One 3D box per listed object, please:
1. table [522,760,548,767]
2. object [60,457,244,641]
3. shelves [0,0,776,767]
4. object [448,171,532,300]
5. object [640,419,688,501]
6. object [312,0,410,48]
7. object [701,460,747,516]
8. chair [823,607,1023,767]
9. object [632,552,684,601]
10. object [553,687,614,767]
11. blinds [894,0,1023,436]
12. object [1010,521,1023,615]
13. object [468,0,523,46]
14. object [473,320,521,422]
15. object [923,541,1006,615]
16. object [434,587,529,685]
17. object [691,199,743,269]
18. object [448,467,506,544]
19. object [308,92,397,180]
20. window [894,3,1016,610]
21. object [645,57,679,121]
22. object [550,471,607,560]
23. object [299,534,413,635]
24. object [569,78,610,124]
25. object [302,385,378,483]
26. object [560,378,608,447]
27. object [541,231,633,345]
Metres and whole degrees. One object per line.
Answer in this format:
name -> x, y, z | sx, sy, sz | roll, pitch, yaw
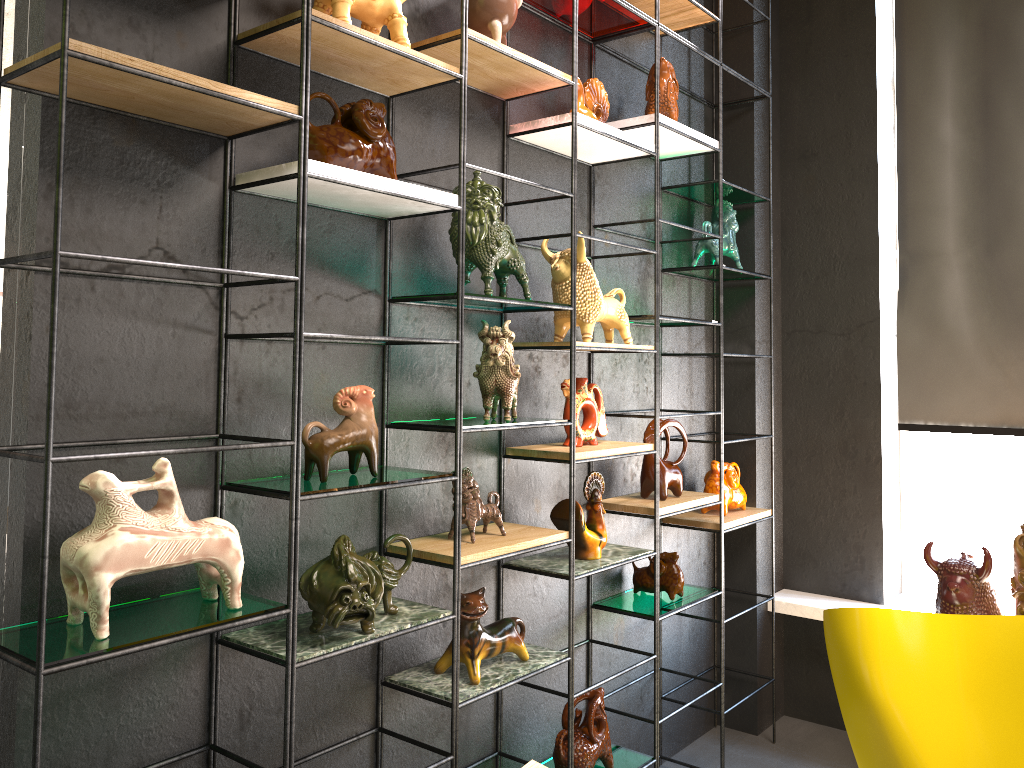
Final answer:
table -> -0.006, 1.204, 1.648 | 0.496, 0.621, 0.732 | -1, -2, 39
object -> -0.676, 0.294, 1.701 | 0.164, 0.305, 0.341 | -2, -2, 43
shelves -> 0.081, -0.461, 2.706 | 0.274, 3.921, 2.987 | -2, -3, 38
object -> -0.069, -0.411, 2.484 | 0.167, 0.357, 0.255 | -2, -3, 43
object -> 0.547, 0.272, 3.241 | 0.114, 0.291, 0.248 | -2, -3, 38
object -> -0.374, -0.981, 2.146 | 0.170, 0.364, 0.375 | -1, -2, 34
object -> 0.881, 0.420, 3.654 | 0.138, 0.223, 0.277 | -1, -2, 39
chair -> 1.194, 1.070, 2.257 | 0.658, 0.899, 1.067 | 0, -1, 8
object -> 0.531, 0.690, 3.239 | 0.210, 0.169, 0.105 | 0, -2, 38
object -> 0.215, 1.105, 2.762 | 0.126, 0.250, 0.253 | -1, -2, 38
blinds -> 0.153, -0.753, 4.404 | 3.519, 3.318, 12.701 | 1, 0, -31
object -> 1.838, 0.721, 2.980 | 0.474, 0.547, 0.249 | 2, -3, -44
object -> -0.065, -1.049, 2.528 | 0.164, 0.267, 0.236 | 0, -1, 10
object -> -0.044, -0.035, 2.464 | 0.131, 0.281, 0.207 | 1, -2, -3
object -> 1.615, 0.757, 3.094 | 0.219, 0.442, 0.462 | -2, -2, 43
object -> -0.053, 0.662, 2.438 | 0.155, 0.236, 0.309 | -1, -2, 42
object -> 0.857, -0.631, 3.688 | 0.152, 0.333, 0.289 | -1, -2, 31
object -> -0.094, 0.327, 2.457 | 0.096, 0.211, 0.183 | -2, -3, 41
object -> -0.389, -0.584, 2.102 | 0.138, 0.223, 0.277 | -1, -2, 38
window -> 2.674, -0.617, 3.365 | 2.307, 3.179, 0.051 | -1, -3, 38
object -> 0.562, -1.063, 3.317 | 0.126, 0.250, 0.253 | 0, -1, 8
object -> 0.234, 0.419, 2.837 | 0.123, 0.271, 0.226 | -1, -2, 38
object -> -0.372, 0.448, 2.059 | 0.192, 0.221, 0.402 | 0, 0, 8
object -> 0.261, -0.926, 2.939 | 0.233, 0.210, 0.107 | 1, -2, -35
object -> -0.397, 0.113, 2.061 | 0.119, 0.221, 0.211 | 0, -2, 23
object -> 0.238, 0.091, 2.883 | 0.060, 0.224, 0.267 | -2, -2, 39
object -> 0.252, -0.298, 2.875 | 0.175, 0.353, 0.368 | -2, -2, 43
